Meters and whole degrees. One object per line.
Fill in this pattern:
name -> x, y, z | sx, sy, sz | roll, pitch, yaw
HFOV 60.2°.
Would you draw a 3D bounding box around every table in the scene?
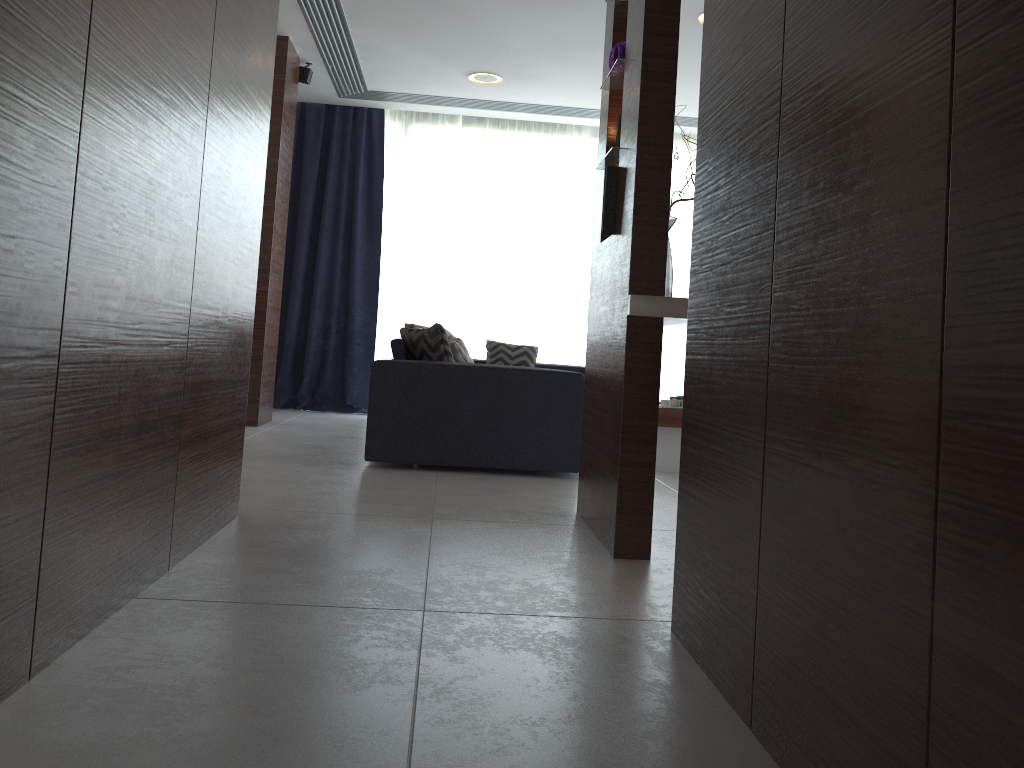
table -> 1.100, 0.293, 5.003 | 0.805, 0.353, 0.799 | 4, 1, -4

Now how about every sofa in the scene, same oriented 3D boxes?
sofa -> 0.175, 0.087, 5.578 | 1.898, 0.610, 2.870 | 4, 2, -4

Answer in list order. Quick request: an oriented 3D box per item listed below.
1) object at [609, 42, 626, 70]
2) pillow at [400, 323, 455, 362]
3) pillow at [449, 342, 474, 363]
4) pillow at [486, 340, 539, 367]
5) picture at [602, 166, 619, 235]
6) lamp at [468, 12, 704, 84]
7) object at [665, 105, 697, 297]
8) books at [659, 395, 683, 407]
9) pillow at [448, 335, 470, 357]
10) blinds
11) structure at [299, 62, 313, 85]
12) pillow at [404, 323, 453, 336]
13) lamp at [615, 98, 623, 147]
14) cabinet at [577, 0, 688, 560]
object -> 0.400, -1.107, 3.025 | 0.133, 0.098, 0.134 | 4, 0, 36
pillow -> -0.400, -0.110, 4.457 | 0.220, 0.387, 0.416 | 5, -1, -34
pillow -> -0.320, -0.076, 4.685 | 0.329, 0.295, 0.416 | 4, 0, -42
pillow -> -0.009, -0.155, 6.763 | 0.415, 0.346, 0.285 | 4, -1, 1
picture -> 0.391, -0.598, 2.901 | 0.175, 0.222, 0.051 | 4, -3, 0
lamp -> 1.302, -1.939, 1.987 | 5.334, 0.084, 9.590 | 3, 2, -18
object -> 0.598, -0.634, 3.259 | 0.197, 0.737, 0.387 | 5, -2, -23
books -> 2.498, 0.413, 1.510 | 0.404, 0.373, 8.245 | 4, 2, -25
pillow -> -0.367, -0.096, 4.966 | 0.419, 0.352, 0.279 | 4, -1, 39
blinds -> 0.860, -0.931, 4.902 | 7.133, 2.782, 5.791 | 4, 1, 0
structure -> -1.491, -2.228, 6.329 | 0.114, 0.143, 0.084 | 4, -2, 1
pillow -> -0.544, -0.173, 6.568 | 0.356, 0.520, 0.595 | 3, -1, 26
lamp -> 0.398, -0.872, 3.055 | 0.077, 0.211, 0.153 | 3, -1, 8
cabinet -> 1.976, -0.689, 3.080 | 3.333, 2.563, 0.783 | 4, -3, -4
